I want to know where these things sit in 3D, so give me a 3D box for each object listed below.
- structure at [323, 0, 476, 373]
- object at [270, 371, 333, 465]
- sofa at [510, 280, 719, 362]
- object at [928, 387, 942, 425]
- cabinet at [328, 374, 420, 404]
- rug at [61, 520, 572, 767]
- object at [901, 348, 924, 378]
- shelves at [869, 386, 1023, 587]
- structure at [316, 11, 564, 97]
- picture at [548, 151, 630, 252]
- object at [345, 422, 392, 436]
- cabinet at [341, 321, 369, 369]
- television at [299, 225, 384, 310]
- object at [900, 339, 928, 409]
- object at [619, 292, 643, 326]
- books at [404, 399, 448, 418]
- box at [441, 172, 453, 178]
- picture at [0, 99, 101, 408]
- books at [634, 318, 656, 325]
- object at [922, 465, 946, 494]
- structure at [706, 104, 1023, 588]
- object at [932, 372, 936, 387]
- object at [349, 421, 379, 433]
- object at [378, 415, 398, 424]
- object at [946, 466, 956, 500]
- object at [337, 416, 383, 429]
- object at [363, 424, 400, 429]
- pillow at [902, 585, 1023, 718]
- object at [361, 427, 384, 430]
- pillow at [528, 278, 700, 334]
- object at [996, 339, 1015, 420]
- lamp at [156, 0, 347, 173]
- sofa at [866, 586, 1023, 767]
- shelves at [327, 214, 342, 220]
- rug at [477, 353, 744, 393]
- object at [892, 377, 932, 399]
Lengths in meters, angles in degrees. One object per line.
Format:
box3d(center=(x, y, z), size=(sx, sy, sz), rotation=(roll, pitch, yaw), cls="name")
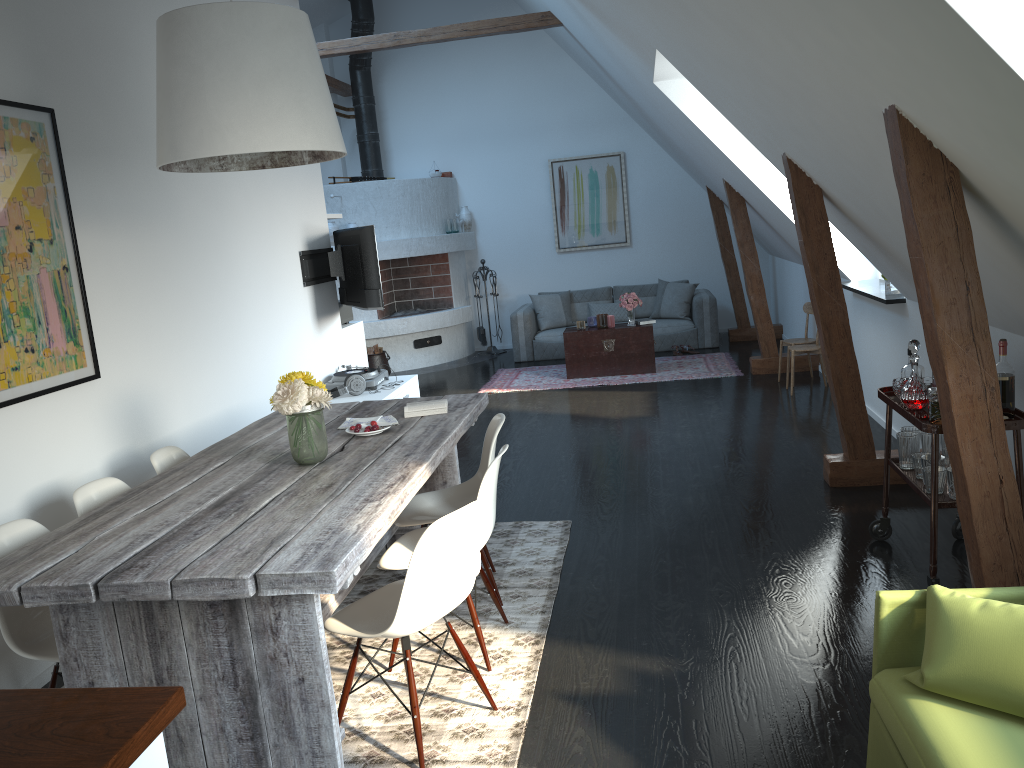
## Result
box3d(center=(-2.103, -2.619, 11.755), size=(3.058, 4.752, 3.049), rotation=(-2, 11, 18), cls="structure")
box3d(center=(-0.816, 0.128, 3.464), size=(0.233, 0.365, 0.293), rotation=(-9, 11, -20), cls="object")
box3d(center=(1.257, -0.813, 10.954), size=(2.458, 0.770, 1.107), rotation=(-4, 10, 9), cls="sofa")
box3d(center=(1.650, 0.052, 3.397), size=(0.101, 0.211, 0.101), rotation=(-1, 11, 24), cls="object")
box3d(center=(-1.109, 0.290, 6.812), size=(0.623, 0.507, 1.069), rotation=(-4, 10, 9), cls="cabinet")
box3d(center=(-0.791, 1.061, 3.711), size=(1.898, 0.022, 2.677), rotation=(-4, 10, 9), cls="rug")
box3d(center=(1.790, -0.059, 3.961), size=(0.087, 0.206, 0.087), rotation=(1, 12, 34), cls="object")
box3d(center=(1.841, 0.433, 3.728), size=(0.438, 0.732, 0.803), rotation=(-5, 10, 5), cls="shelves")
box3d(center=(-3.036, -3.048, 6.531), size=(10.230, 3.562, 15.910), rotation=(-3, 10, 14), cls="structure")
box3d(center=(0.996, -2.340, 11.437), size=(0.965, 1.185, 0.025), rotation=(-4, 10, 9), cls="picture")
box3d(center=(-0.634, 0.203, 3.931), size=(0.205, 0.024, 0.205), rotation=(-5, 10, 1), cls="object")
box3d(center=(-1.756, -0.028, 7.770), size=(0.869, 0.921, 0.638), rotation=(-4, 10, 9), cls="cabinet")
box3d(center=(-1.443, -0.867, 6.918), size=(0.537, 0.652, 1.005), rotation=(-10, 11, -25), cls="television")
box3d(center=(1.673, -0.041, 3.684), size=(0.114, 0.292, 0.114), rotation=(-9, 11, -18), cls="object")
box3d(center=(1.226, -0.785, 9.203), size=(0.234, 0.351, 0.235), rotation=(-12, 12, -30), cls="object")
box3d(center=(-0.415, 0.108, 4.298), size=(0.202, 0.042, 0.251), rotation=(-6, 10, -3), cls="books")
box3d(center=(-0.904, -2.717, 11.569), size=(0.229, 0.078, 0.127), rotation=(-4, 10, 9), cls="box")
box3d(center=(-1.988, -0.530, 3.532), size=(0.036, 1.181, 0.808), rotation=(-4, 10, 9), cls="picture")
box3d(center=(1.379, -0.655, 9.293), size=(0.179, 0.034, 0.243), rotation=(-8, 10, -13), cls="books")
box3d(center=(1.702, 0.388, 3.572), size=(0.092, 0.099, 0.092), rotation=(-8, 10, -13), cls="object")
box3d(center=(1.997, -0.350, 4.596), size=(1.023, 1.963, 12.350), rotation=(-4, 10, 9), cls="structure")
box3d(center=(1.744, -0.037, 3.587), size=(0.081, 0.307, 0.081), rotation=(-3, 10, 15), cls="object")
box3d(center=(-0.649, 0.194, 3.921), size=(0.132, 0.034, 0.144), rotation=(-9, 11, -19), cls="object")
box3d(center=(-0.627, 0.175, 4.110), size=(0.182, 0.014, 0.185), rotation=(-9, 11, -17), cls="object")
box3d(center=(1.753, 0.389, 3.474), size=(0.095, 0.119, 0.095), rotation=(-11, 11, -28), cls="object")
box3d(center=(-0.707, 0.176, 4.138), size=(0.182, 0.016, 0.179), rotation=(-5, 10, 4), cls="object")
box3d(center=(-0.580, 0.188, 3.926), size=(0.194, 0.022, 0.019), rotation=(-1, 11, 24), cls="object")
box3d(center=(1.228, 0.556, 2.001), size=(0.600, 0.387, 0.475), rotation=(-5, 10, 6), cls="pillow")
box3d(center=(-0.618, 0.198, 3.929), size=(0.110, 0.011, 0.058), rotation=(-3, 10, 13), cls="object")
box3d(center=(1.246, -0.969, 10.825), size=(2.075, 0.515, 0.444), rotation=(-4, 10, 9), cls="pillow")
box3d(center=(1.889, -0.021, 3.413), size=(0.081, 0.308, 0.081), rotation=(-5, 10, 1), cls="object")
box3d(center=(-1.135, -2.211, 3.092), size=(0.757, 2.813, 0.697), rotation=(-12, 12, -30), cls="lamp")
box3d(center=(1.238, 0.884, 1.272), size=(0.898, 0.825, 2.093), rotation=(-4, 10, 8), cls="sofa")
box3d(center=(-2.278, -1.341, 7.498), size=(1.604, 0.038, 0.478), rotation=(-4, 10, 9), cls="shelves")
box3d(center=(1.027, -0.126, 9.376), size=(2.647, 0.029, 1.512), rotation=(-4, 10, 9), cls="rug")
box3d(center=(1.767, 0.027, 3.819), size=(0.245, 0.092, 0.151), rotation=(2, 13, 37), cls="object")
